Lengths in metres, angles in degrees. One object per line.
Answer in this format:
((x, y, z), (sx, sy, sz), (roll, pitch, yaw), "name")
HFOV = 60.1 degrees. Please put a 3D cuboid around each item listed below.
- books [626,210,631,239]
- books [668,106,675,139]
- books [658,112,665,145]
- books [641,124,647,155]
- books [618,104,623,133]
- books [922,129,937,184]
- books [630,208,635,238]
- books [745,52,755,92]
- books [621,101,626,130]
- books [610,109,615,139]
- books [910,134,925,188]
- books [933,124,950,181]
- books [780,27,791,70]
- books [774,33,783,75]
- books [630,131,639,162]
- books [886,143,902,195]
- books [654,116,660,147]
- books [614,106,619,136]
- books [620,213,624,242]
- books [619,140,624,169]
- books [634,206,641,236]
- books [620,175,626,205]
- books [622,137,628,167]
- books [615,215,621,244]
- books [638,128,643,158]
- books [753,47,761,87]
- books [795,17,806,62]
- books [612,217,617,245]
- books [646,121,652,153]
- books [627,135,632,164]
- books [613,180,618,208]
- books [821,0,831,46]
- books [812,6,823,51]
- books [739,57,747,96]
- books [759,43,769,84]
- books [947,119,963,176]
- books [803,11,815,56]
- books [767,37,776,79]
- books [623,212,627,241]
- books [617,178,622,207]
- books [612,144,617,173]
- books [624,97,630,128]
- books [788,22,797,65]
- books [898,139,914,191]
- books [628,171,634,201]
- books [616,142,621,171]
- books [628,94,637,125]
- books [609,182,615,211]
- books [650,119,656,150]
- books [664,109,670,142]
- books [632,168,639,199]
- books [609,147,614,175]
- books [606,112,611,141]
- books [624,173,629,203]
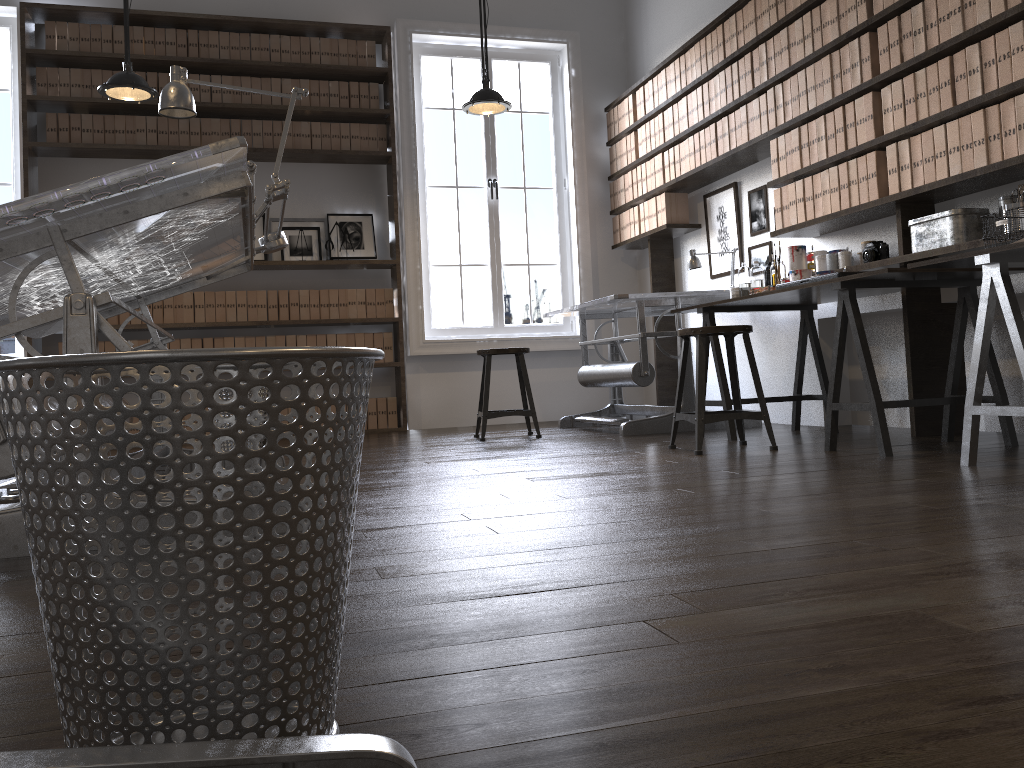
((0.955, -1.197, 6.675), (0.174, 0.226, 0.067), (-2, -2, -16), "books")
((1.147, -1.749, 5.958), (0.174, 0.226, 0.066), (-2, -2, -16), "books")
((1.105, -1.748, 6.098), (0.174, 0.226, 0.067), (-2, -2, -16), "books")
((1.028, -1.745, 6.361), (0.174, 0.226, 0.066), (-2, -2, -16), "books")
((0.906, -2.026, 6.773), (0.174, 0.226, 0.066), (-2, -2, -16), "books")
((1.825, -0.951, 3.726), (0.174, 0.226, 0.066), (-2, -2, -16), "books")
((0.975, -1.198, 6.606), (0.174, 0.226, 0.066), (-2, -2, -16), "books")
((1.418, -1.757, 5.019), (0.174, 0.226, 0.067), (-2, -2, -16), "books")
((0.924, -2.026, 6.705), (0.174, 0.226, 0.066), (-2, -2, -16), "books")
((0.860, -2.024, 6.907), (0.174, 0.226, 0.066), (-2, -2, -16), "books")
((1.807, -0.950, 3.793), (0.174, 0.226, 0.066), (-2, -2, -16), "books")
((1.841, -0.951, 3.657), (0.174, 0.226, 0.067), (-2, -2, -16), "books")
((1.516, -1.759, 4.678), (0.174, 0.226, 0.067), (-2, -2, -16), "books")
((1.503, -1.759, 4.744), (0.174, 0.226, 0.066), (-2, -2, -16), "books")
((0.976, -1.750, 6.562), (0.174, 0.226, 0.066), (-2, -2, -16), "books")
((1.761, -0.949, 3.928), (0.174, 0.226, 0.066), (-2, -2, -16), "books")
((1.090, -1.747, 6.170), (0.174, 0.226, 0.066), (-2, -2, -16), "books")
((0.883, -2.025, 6.838), (0.174, 0.226, 0.066), (-2, -2, -16), "books")
((0.926, -1.197, 6.801), (0.174, 0.226, 0.066), (-2, -2, -16), "books")
((0.917, -1.748, 6.759), (0.174, 0.226, 0.066), (-2, -2, -16), "books")
((0.998, -1.199, 6.538), (0.174, 0.226, 0.066), (-2, -2, -16), "books")
((0.923, -1.474, 6.760), (0.174, 0.226, 0.066), (-2, -2, -16), "books")
((0.931, -1.748, 6.693), (0.174, 0.226, 0.067), (-2, -2, -16), "books")
((0.900, -1.196, 6.870), (0.174, 0.226, 0.067), (-2, -2, -16), "books")
((1.011, -1.745, 6.432), (0.174, 0.226, 0.066), (-2, -2, -16), "books")
((1.444, -1.757, 4.949), (0.174, 0.226, 0.066), (-2, -2, -16), "books")
((1.555, -1.760, 4.554), (0.174, 0.226, 0.066), (-2, -2, -16), "books")
((0.884, -1.196, 6.944), (0.174, 0.226, 0.066), (-2, -2, -16), "books")
((1.048, -1.746, 6.292), (0.174, 0.226, 0.067), (-2, -2, -16), "books")
((0.956, -1.749, 6.630), (0.174, 0.226, 0.066), (-2, -2, -16), "books")
((0.888, -1.473, 6.897), (0.174, 0.226, 0.066), (-2, -2, -16), "books")
((1.618, -1.762, 4.352), (0.174, 0.226, 0.066), (-2, -2, -16), "books")
((1.597, -1.762, 4.418), (0.174, 0.226, 0.066), (-2, -2, -16), "books")
((1.403, -1.756, 5.092), (0.174, 0.226, 0.066), (-2, -2, -16), "books")
((1.460, -1.758, 4.879), (0.174, 0.226, 0.066), (-2, -2, -16), "books")
((1.863, -0.952, 3.588), (0.174, 0.226, 0.066), (-2, -2, -16), "books")
((1.573, -1.761, 4.485), (0.174, 0.226, 0.067), (-2, -2, -16), "books")
((1.483, -1.758, 4.812), (0.174, 0.226, 0.066), (-2, -2, -16), "books")
((0.942, -1.197, 6.737), (0.174, 0.226, 0.066), (-2, -2, -16), "books")
((0.908, -1.474, 6.829), (0.174, 0.226, 0.066), (-2, -2, -16), "books")
((0.876, -1.747, 6.887), (0.174, 0.226, 0.067), (-2, -2, -16), "books")
((0.940, -2.026, 6.637), (0.174, 0.226, 0.067), (-2, -2, -16), "books")
((1.539, -1.760, 4.615), (0.174, 0.226, 0.066), (-2, -2, -16), "books")
((1.784, -0.950, 3.859), (0.174, 0.226, 0.066), (-2, -2, -16), "books")
((0.963, -1.475, 6.620), (0.174, 0.226, 0.067), (-2, -2, -16), "books")
((0.898, -1.748, 6.818), (0.174, 0.226, 0.066), (-2, -2, -16), "books")
((0.962, -2.027, 6.568), (0.174, 0.226, 0.066), (-2, -2, -16), "books")
((0.863, -1.472, 6.960), (0.174, 0.226, 0.067), (-2, -2, -16), "books")
((1.069, -1.747, 6.233), (0.174, 0.226, 0.066), (-2, -2, -16), "books")
((1.131, -1.748, 6.027), (0.174, 0.226, 0.066), (-2, -2, -16), "books")
((0.989, -1.476, 6.550), (0.174, 0.226, 0.066), (-2, -2, -16), "books")
((0.861, -1.747, 6.956), (0.174, 0.226, 0.066), (-2, -2, -16), "books")
((0.840, -2.023, 6.976), (0.174, 0.226, 0.067), (-2, -2, -16), "books")
((0.948, -1.475, 6.693), (0.174, 0.226, 0.066), (-2, -2, -16), "books")
